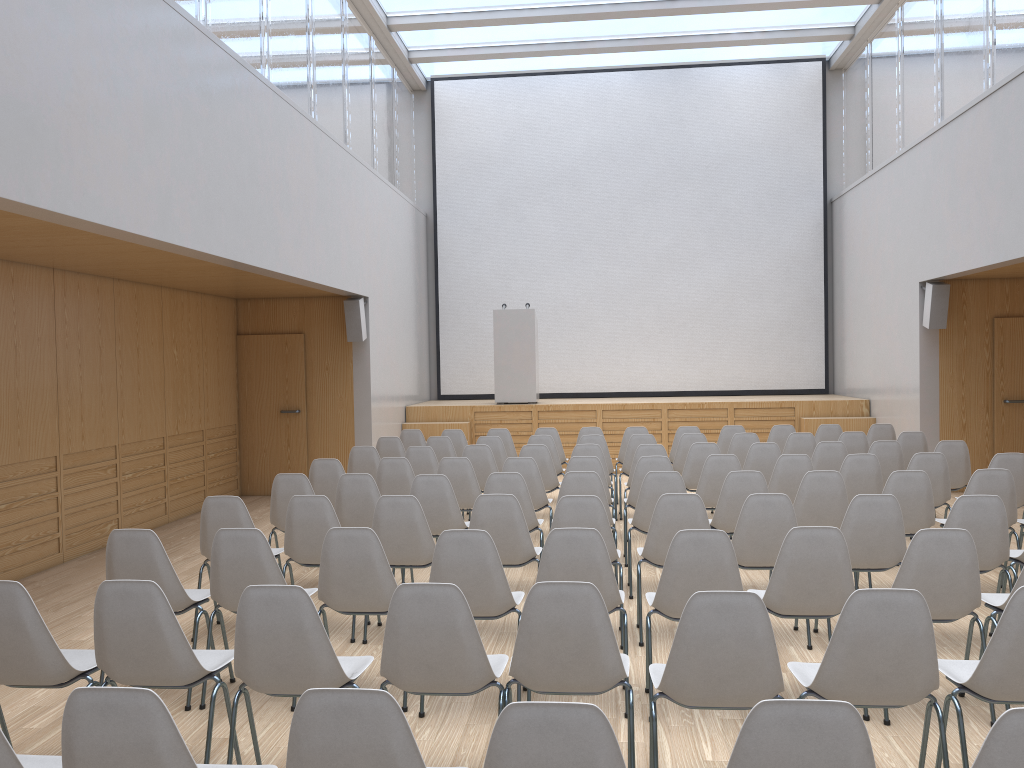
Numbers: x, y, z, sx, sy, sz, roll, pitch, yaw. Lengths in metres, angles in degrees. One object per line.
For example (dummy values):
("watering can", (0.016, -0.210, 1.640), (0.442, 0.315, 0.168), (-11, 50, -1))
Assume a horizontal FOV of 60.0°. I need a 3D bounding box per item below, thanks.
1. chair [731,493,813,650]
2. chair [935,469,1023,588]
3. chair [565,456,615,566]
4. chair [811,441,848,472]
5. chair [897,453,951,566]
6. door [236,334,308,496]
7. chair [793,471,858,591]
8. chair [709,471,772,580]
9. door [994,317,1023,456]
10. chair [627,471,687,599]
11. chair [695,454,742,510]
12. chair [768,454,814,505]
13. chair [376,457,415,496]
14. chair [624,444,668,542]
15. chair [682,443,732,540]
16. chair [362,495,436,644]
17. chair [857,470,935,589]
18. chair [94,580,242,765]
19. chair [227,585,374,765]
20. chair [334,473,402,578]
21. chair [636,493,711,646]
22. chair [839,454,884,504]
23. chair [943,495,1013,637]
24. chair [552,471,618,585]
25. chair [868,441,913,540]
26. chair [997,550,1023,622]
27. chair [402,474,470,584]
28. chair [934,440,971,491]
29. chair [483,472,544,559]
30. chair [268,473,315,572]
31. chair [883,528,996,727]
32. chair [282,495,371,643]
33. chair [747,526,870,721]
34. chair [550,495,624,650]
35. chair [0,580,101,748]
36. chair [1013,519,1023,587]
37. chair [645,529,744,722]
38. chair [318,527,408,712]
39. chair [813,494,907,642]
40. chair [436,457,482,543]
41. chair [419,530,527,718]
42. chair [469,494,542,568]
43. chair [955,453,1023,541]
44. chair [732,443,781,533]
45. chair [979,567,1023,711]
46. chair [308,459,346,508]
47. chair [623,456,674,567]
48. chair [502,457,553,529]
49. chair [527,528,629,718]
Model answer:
("chair", (1.444, 1.034, 5.143), (0.479, 0.876, 0.505), (-1, 2, 6))
("chair", (3.142, 0.979, 5.997), (0.479, 0.876, 0.505), (-1, 2, 6))
("chair", (0.601, 0.997, 7.217), (0.479, 0.876, 0.505), (-1, 2, 6))
("chair", (2.824, 0.934, 8.019), (0.479, 0.876, 0.505), (-1, 2, 6))
("chair", (3.205, 0.952, 7.005), (0.479, 0.876, 0.505), (-1, 2, 6))
("door", (-3.016, 0.394, 11.103), (0.873, 2.024, 0.108), (-1, 2, 6))
("chair", (2.070, 0.998, 6.066), (0.479, 0.876, 0.505), (-1, 2, 6))
("chair", (1.578, 1.006, 6.134), (0.479, 0.876, 0.505), (-1, 2, 6))
("door", (6.024, 0.243, 10.200), (0.873, 2.024, 0.108), (-1, 2, 6))
("chair", (1.047, 1.014, 6.206), (0.479, 0.876, 0.505), (-1, 2, 6))
("chair", (1.669, 0.978, 7.158), (0.479, 0.876, 0.505), (-1, 2, 6))
("chair", (2.203, 0.970, 7.077), (0.479, 0.876, 0.505), (-1, 2, 6))
("chair", (-0.918, 1.022, 7.407), (0.479, 0.876, 0.505), (-1, 2, 6))
("chair", (1.260, 0.962, 8.093), (0.479, 0.876, 0.505), (-1, 2, 6))
("chair", (1.745, 0.952, 8.145), (0.479, 0.876, 0.505), (-1, 2, 6))
("chair", (-0.624, 1.068, 5.350), (0.479, 0.876, 0.505), (-1, 2, 6))
("chair", (2.600, 0.990, 5.992), (0.479, 0.876, 0.505), (-1, 2, 6))
("chair", (-1.338, 1.131, 3.431), (0.479, 0.876, 0.505), (-1, 2, 6))
("chair", (-0.786, 1.123, 3.316), (0.479, 0.876, 0.505), (-1, 2, 6))
("chair", (-1.046, 1.050, 6.397), (0.479, 0.876, 0.505), (-1, 2, 6))
("chair", (0.971, 1.041, 5.209), (0.479, 0.876, 0.505), (-1, 2, 6))
("chair", (2.692, 0.962, 7.008), (0.479, 0.876, 0.505), (-1, 2, 6))
("chair", (2.507, 1.018, 4.955), (0.479, 0.876, 0.505), (-1, 2, 6))
("chair", (0.504, 1.023, 6.270), (0.479, 0.876, 0.505), (-1, 2, 6))
("chair", (3.298, 0.925, 8.000), (0.479, 0.876, 0.505), (-1, 2, 6))
("chair", (3.029, 1.007, 4.985), (0.479, 0.876, 0.505), (-1, 2, 6))
("chair", (-0.517, 1.043, 6.262), (0.479, 0.876, 0.505), (-1, 2, 6))
("chair", (3.835, 0.917, 7.918), (0.479, 0.876, 0.505), (-1, 2, 6))
("chair", (-0.012, 1.033, 6.293), (0.479, 0.876, 0.505), (-1, 2, 6))
("chair", (-1.518, 1.057, 6.472), (0.479, 0.876, 0.505), (-1, 2, 6))
("chair", (1.888, 1.052, 4.075), (0.479, 0.876, 0.505), (-1, 2, 6))
("chair", (-1.147, 1.077, 5.420), (0.479, 0.876, 0.505), (-1, 2, 6))
("chair", (1.371, 1.060, 4.174), (0.479, 0.876, 0.505), (-1, 2, 6))
("chair", (0.412, 1.052, 5.206), (0.479, 0.876, 0.505), (-1, 2, 6))
("chair", (-1.839, 1.140, 3.462), (0.479, 0.876, 0.505), (-1, 2, 6))
("chair", (3.657, 0.971, 5.927), (0.479, 0.876, 0.505), (-1, 2, 6))
("chair", (0.865, 1.070, 4.156), (0.479, 0.876, 0.505), (-1, 2, 6))
("chair", (-0.715, 1.095, 4.373), (0.479, 0.876, 0.505), (-1, 2, 6))
("chair", (1.992, 1.025, 5.048), (0.479, 0.876, 0.505), (-1, 2, 6))
("chair", (-0.423, 1.014, 7.339), (0.479, 0.876, 0.505), (-1, 2, 6))
("chair", (-0.181, 1.087, 4.260), (0.479, 0.876, 0.505), (-1, 2, 6))
("chair", (-0.056, 1.058, 5.321), (0.479, 0.876, 0.505), (-1, 2, 6))
("chair", (3.753, 0.945, 6.881), (0.479, 0.876, 0.505), (-1, 2, 6))
("chair", (2.248, 0.945, 8.036), (0.479, 0.876, 0.505), (-1, 2, 6))
("chair", (2.411, 1.043, 4.042), (0.479, 0.876, 0.505), (-1, 2, 6))
("chair", (-1.466, 1.033, 7.402), (0.479, 0.876, 0.505), (-1, 2, 6))
("chair", (1.136, 0.989, 7.143), (0.479, 0.876, 0.505), (-1, 2, 6))
("chair", (0.096, 1.006, 7.246), (0.479, 0.876, 0.505), (-1, 2, 6))
("chair", (0.314, 1.078, 4.252), (0.479, 0.876, 0.505), (-1, 2, 6))
